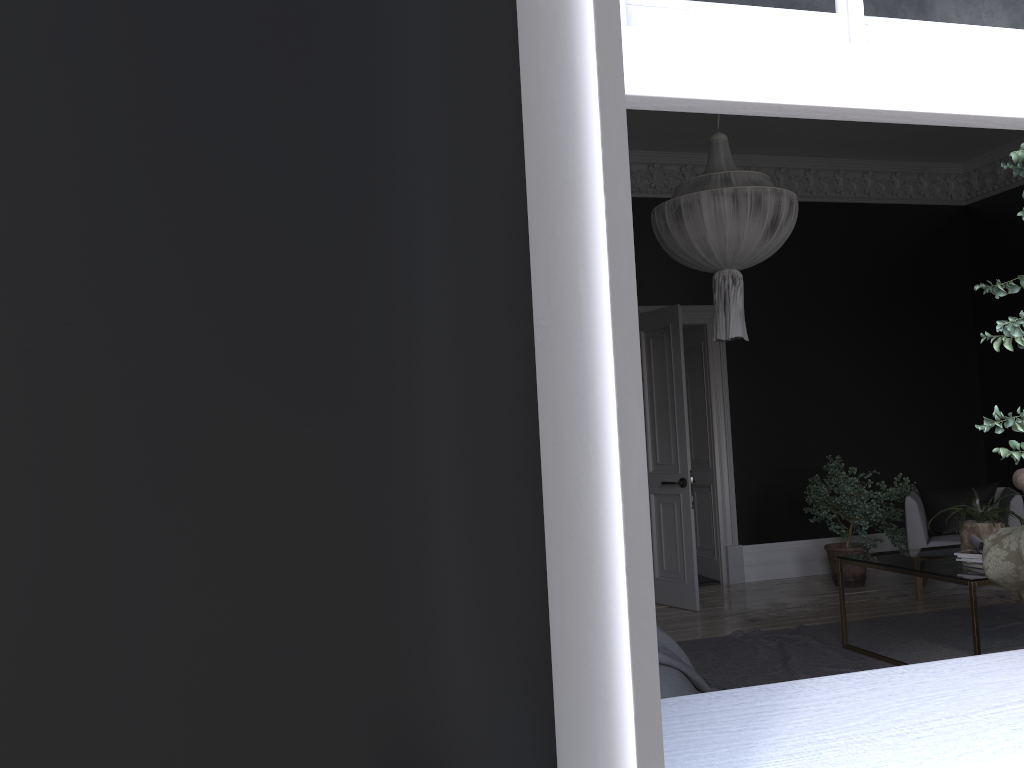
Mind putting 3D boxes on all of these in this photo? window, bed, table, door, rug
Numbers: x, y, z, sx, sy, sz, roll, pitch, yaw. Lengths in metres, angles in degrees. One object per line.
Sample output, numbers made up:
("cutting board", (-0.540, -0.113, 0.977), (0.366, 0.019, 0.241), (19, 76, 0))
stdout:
("window", (0.709, -1.003, 1.481), (1.262, 1.016, 0.056), (-2, -3, -15))
("bed", (-0.685, 1.026, 4.159), (3.283, 1.297, 2.769), (-1, -4, -27))
("table", (2.851, 1.269, 5.106), (1.448, 0.557, 1.094), (-2, -4, -15))
("door", (1.114, 0.605, 7.336), (0.216, 2.372, 1.099), (-2, -3, -28))
("rug", (2.780, 1.549, 5.226), (3.644, 0.050, 2.108), (-2, -4, -15))

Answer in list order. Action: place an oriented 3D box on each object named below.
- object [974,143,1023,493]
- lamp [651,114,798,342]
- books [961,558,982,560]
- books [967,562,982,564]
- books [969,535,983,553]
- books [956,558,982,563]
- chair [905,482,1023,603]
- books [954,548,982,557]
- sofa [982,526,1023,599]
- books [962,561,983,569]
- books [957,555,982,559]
("object", (1.134, -0.067, 1.692), (0.474, 1.133, 0.505), (-4, -3, 24))
("lamp", (1.142, -1.248, 4.881), (0.784, 2.047, 0.782), (-5, -3, 28))
("books", (2.621, 0.928, 4.794), (0.318, 0.011, 0.253), (1, -5, -44))
("books", (2.646, 0.949, 4.807), (0.253, 0.011, 0.318), (-6, -5, 41))
("books", (2.666, 0.894, 4.826), (0.273, 0.109, 0.322), (-4, -4, 19))
("books", (2.607, 0.939, 4.787), (0.318, 0.011, 0.253), (0, -5, -34))
("chair", (3.557, 1.215, 6.976), (0.819, 0.862, 0.770), (-5, -4, 25))
("books", (2.593, 0.909, 4.796), (0.318, 0.011, 0.253), (0, -5, -39))
("sofa", (3.298, 0.831, 2.978), (2.812, 1.159, 1.608), (-2, -4, -14))
("books", (2.585, 0.968, 4.784), (0.231, 0.023, 0.163), (-2, -4, -15))
("books", (2.602, 0.919, 4.796), (0.318, 0.011, 0.253), (1, -5, -44))
